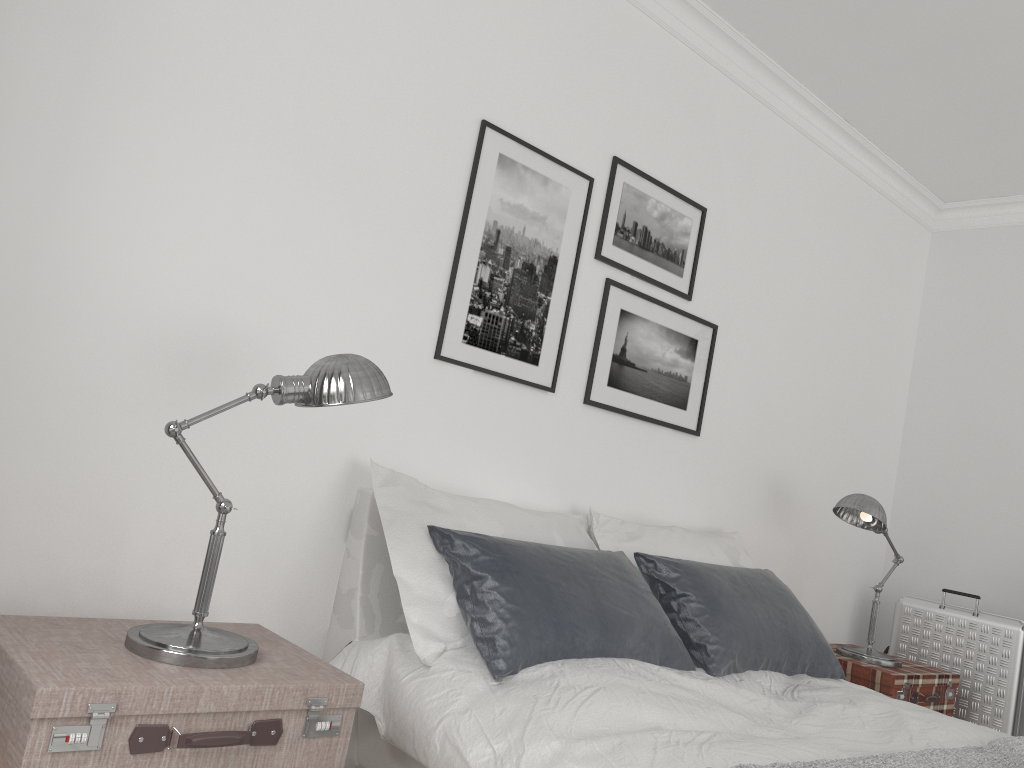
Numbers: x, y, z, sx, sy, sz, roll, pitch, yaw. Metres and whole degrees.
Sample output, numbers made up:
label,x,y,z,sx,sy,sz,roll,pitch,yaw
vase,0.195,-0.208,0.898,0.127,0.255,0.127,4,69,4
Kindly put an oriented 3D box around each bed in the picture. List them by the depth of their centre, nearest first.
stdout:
label,x,y,z,sx,sy,sz,roll,pitch,yaw
bed,0.920,1.007,2.295,2.217,0.926,2.473,16,-8,-40

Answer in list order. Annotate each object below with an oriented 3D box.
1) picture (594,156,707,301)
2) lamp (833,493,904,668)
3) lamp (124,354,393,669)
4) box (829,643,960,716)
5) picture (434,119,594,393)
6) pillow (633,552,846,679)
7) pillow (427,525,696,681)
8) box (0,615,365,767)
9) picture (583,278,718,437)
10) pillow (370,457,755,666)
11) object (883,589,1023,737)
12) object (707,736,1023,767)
label,x,y,z,sx,sy,sz,roll,pitch,yaw
picture,0.564,-0.603,3.524,0.592,0.403,0.015,16,-8,-41
lamp,1.558,0.844,3.853,0.488,0.699,0.269,16,-8,-41
lamp,-0.550,0.242,1.972,0.488,0.699,0.269,16,-8,-41
box,1.591,1.311,3.925,0.647,0.185,0.537,16,-8,-41
picture,0.027,-0.420,3.063,0.545,0.810,0.015,16,-8,-41
pillow,0.819,0.833,3.158,0.842,0.339,0.405,16,-8,-40
pillow,0.161,0.647,2.583,0.837,0.329,0.405,16,-8,-40
box,-0.724,0.648,1.846,0.647,0.185,0.537,16,-8,-41
picture,0.577,-0.089,3.567,0.720,0.486,0.015,16,-8,-41
pillow,0.368,0.682,3.045,1.965,0.529,0.465,16,-8,-41
object,2.168,1.482,4.407,0.647,0.902,0.208,6,-8,39
object,1.071,1.130,2.071,2.236,0.500,0.521,15,-8,-38
